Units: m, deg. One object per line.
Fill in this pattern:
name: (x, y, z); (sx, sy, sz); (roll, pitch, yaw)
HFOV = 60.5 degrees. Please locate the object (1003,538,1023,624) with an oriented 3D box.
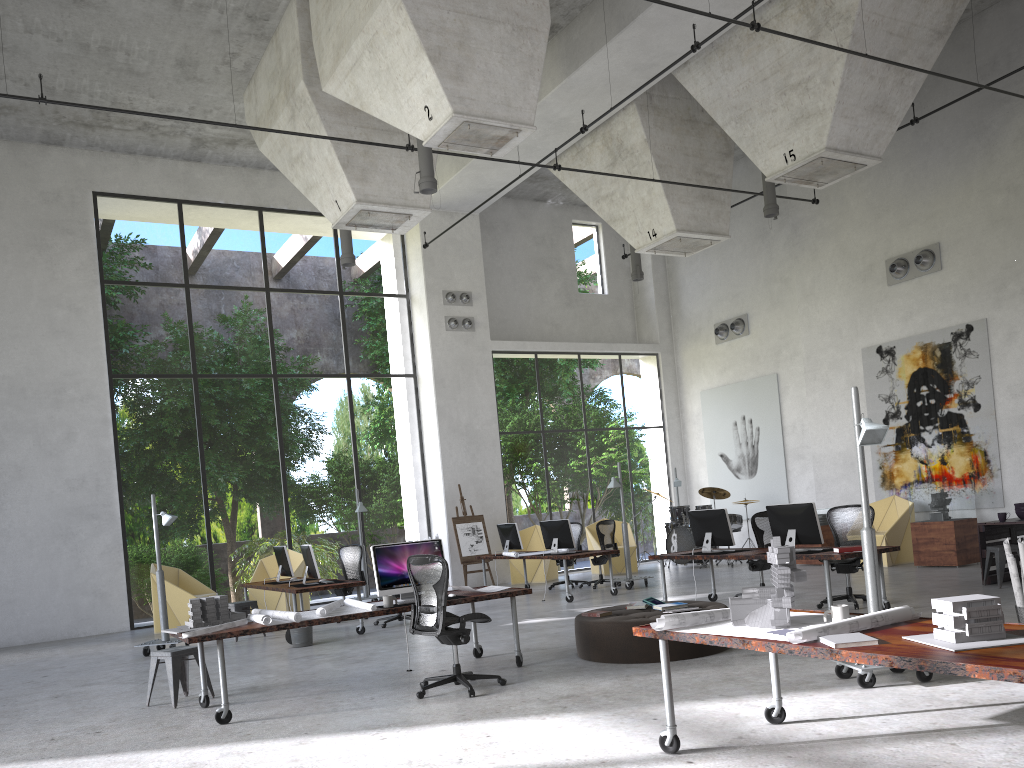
object: (4.331, 1.677, 7.303); (0.319, 0.935, 0.343); (-5, -1, -12)

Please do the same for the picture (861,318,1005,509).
picture: (7.082, 0.657, 14.951); (0.020, 3.009, 2.379); (-5, -3, -30)

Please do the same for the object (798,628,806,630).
object: (1.525, 1.258, 4.501); (0.011, 0.010, 0.127); (-1, -9, -44)

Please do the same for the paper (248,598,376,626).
paper: (-1.776, 2.001, 7.749); (1.072, 0.104, 0.988); (0, -10, -30)

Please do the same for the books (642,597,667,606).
books: (1.431, 2.192, 8.794); (0.144, 0.102, 0.207); (0, -9, -45)

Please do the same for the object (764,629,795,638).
object: (1.391, 1.264, 4.453); (0.133, 0.008, 0.206); (-2, -9, -18)

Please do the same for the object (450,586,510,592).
object: (-0.311, 1.973, 8.527); (0.468, 0.085, 0.441); (-1, -9, -27)

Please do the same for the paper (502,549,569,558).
paper: (0.399, 2.881, 15.137); (1.072, 0.104, 0.988); (-2, -9, -20)

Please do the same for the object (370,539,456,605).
object: (-0.918, 1.751, 8.218); (0.712, 0.551, 0.381); (-2, -4, -28)

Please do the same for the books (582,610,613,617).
books: (0.827, 2.235, 8.545); (0.174, 0.032, 0.257); (1, -10, -39)

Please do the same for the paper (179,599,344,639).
paper: (-1.995, 2.012, 7.658); (0.893, 0.103, 1.945); (-6, -8, 8)

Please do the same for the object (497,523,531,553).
object: (0.028, 2.761, 15.708); (0.375, 0.550, 0.723); (-4, -6, -29)

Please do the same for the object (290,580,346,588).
object: (-2.710, 2.791, 12.261); (0.685, 0.008, 0.859); (-2, -9, -23)

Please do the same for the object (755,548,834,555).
object: (3.306, 1.914, 10.024); (0.685, 0.008, 0.859); (-1, -9, -28)

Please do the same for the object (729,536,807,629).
object: (1.380, 1.094, 4.792); (0.361, 0.519, 0.496); (-6, -4, 5)

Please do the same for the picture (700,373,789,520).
picture: (5.080, 1.481, 19.329); (0.020, 3.009, 2.362); (-5, -3, -30)

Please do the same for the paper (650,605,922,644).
paper: (1.457, 1.270, 4.761); (0.973, 0.104, 1.089); (1, -10, -35)

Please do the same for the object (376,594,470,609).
object: (-0.893, 2.032, 8.213); (0.845, 0.008, 0.696); (-1, -9, -28)

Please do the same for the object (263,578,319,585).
object: (-3.400, 3.031, 13.471); (0.685, 0.008, 0.859); (-1, -9, -28)

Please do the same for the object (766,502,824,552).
object: (3.277, 1.632, 10.026); (0.375, 0.550, 0.723); (-4, -6, -29)

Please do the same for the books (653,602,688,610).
books: (1.542, 2.164, 8.553); (0.283, 0.033, 0.200); (-3, -8, -17)

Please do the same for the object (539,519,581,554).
object: (0.798, 2.493, 14.361); (0.375, 0.551, 0.722); (-3, -6, -39)

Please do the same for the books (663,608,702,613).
books: (1.597, 2.127, 8.251); (0.299, 0.031, 0.222); (-3, -8, -15)

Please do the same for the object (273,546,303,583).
object: (-3.429, 2.750, 13.473); (0.375, 0.550, 0.723); (-4, -6, -29)

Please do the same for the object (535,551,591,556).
object: (0.827, 2.775, 14.359); (0.686, 0.008, 0.859); (1, -11, -38)

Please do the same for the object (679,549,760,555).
object: (2.627, 2.150, 11.211); (0.685, 0.008, 0.859); (-1, -9, -28)

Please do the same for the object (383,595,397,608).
object: (-1.092, 1.946, 7.870); (0.122, 0.100, 0.088); (-5, -4, -1)

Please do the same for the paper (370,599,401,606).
paper: (-1.138, 2.057, 8.267); (0.483, 0.001, 0.434); (-2, -9, -19)

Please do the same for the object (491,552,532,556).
object: (0.057, 3.042, 15.706); (0.685, 0.008, 0.859); (-1, -9, -28)

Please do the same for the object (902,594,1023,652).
object: (2.001, 1.035, 3.863); (0.388, 0.181, 0.420); (-5, -7, -5)

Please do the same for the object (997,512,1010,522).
object: (6.166, 1.669, 11.019); (0.100, 0.109, 0.131); (-2, -6, -39)

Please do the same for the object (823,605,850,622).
object: (1.701, 1.211, 4.594); (0.122, 0.100, 0.088); (-5, -4, -1)

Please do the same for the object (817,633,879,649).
object: (1.554, 1.188, 4.071); (0.200, 0.023, 0.237); (-5, -8, 1)

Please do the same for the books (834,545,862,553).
books: (3.584, 1.756, 9.345); (0.285, 0.052, 0.204); (-6, -8, 2)

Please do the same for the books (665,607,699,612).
books: (1.598, 2.124, 8.277); (0.301, 0.040, 0.222); (-6, -8, 5)

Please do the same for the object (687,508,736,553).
object: (2.598, 1.868, 11.213); (0.375, 0.550, 0.723); (-4, -6, -29)

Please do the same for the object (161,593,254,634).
object: (-2.613, 1.956, 7.631); (0.734, 0.304, 0.439); (1, -8, -40)

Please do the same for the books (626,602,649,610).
books: (1.267, 2.231, 8.850); (0.198, 0.035, 0.286); (-7, -8, 16)
